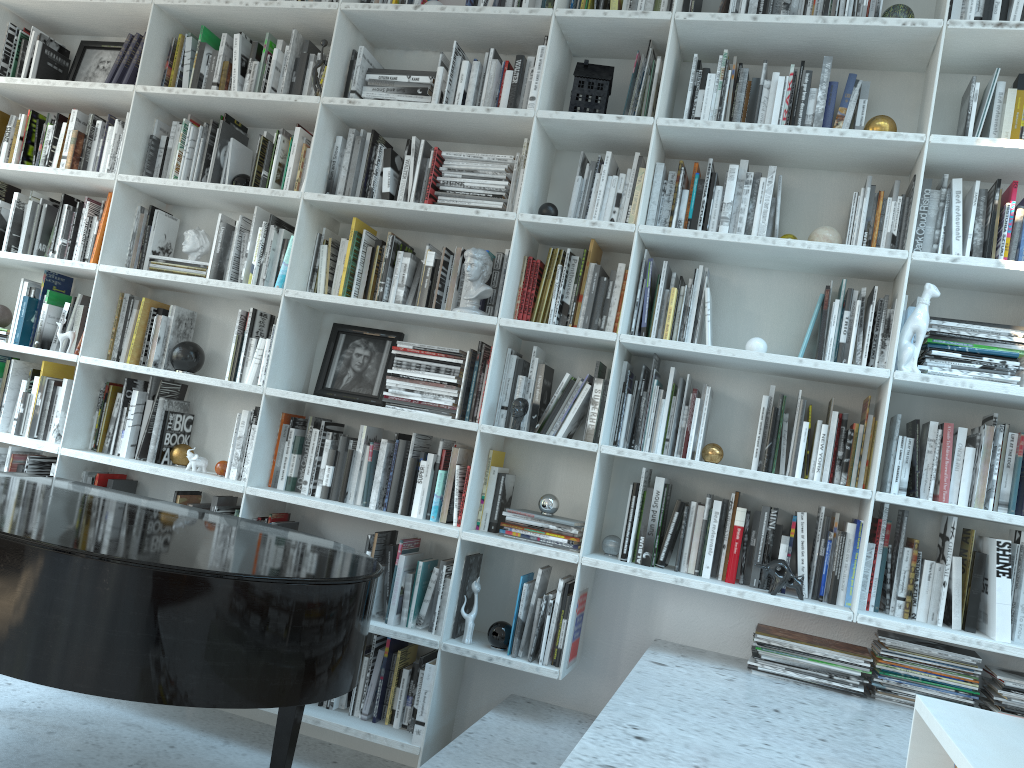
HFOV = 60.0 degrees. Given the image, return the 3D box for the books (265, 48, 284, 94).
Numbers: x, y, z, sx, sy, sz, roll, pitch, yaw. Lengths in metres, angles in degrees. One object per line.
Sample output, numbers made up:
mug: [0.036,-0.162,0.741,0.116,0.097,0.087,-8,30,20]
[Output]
books: [-0.926,-1.204,3.587,0.021,0.226,0.192,9,-4,17]

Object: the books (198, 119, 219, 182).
books: [-1.208,-0.911,3.640,0.011,0.291,0.177,9,-4,17]

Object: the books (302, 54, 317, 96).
books: [-0.782,-1.179,3.556,0.022,0.222,0.161,9,-4,17]

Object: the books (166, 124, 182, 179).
books: [-1.351,-0.918,3.684,0.024,0.262,0.178,9,-4,17]

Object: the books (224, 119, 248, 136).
books: [-1.161,-0.909,3.642,0.005,0.305,0.162,9,-4,17]

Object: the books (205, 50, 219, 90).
books: [-1.205,-1.243,3.682,0.029,0.218,0.158,9,-4,17]

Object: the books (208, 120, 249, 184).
books: [-1.157,-0.901,3.618,0.011,0.287,0.189,9,-4,17]

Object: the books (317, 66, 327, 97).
books: [-0.702,-1.208,3.532,0.058,0.302,0.175,9,-4,17]

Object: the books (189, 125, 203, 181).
books: [-1.252,-0.902,3.647,0.009,0.261,0.180,9,-4,17]

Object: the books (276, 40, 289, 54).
books: [-0.937,-1.235,3.619,0.026,0.286,0.138,9,-4,17]

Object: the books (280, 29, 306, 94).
books: [-0.863,-1.238,3.578,0.011,0.313,0.183,9,-4,17]

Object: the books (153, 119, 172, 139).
books: [-1.472,-0.947,3.738,0.012,0.285,0.159,9,-4,17]

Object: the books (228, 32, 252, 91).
books: [-1.118,-1.277,3.680,0.013,0.315,0.135,9,-4,17]

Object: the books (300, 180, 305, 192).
books: [-0.736,-0.811,3.477,0.064,0.237,0.209,9,-4,17]

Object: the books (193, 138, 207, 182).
books: [-1.237,-0.874,3.638,0.011,0.209,0.181,9,-4,17]

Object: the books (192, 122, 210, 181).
books: [-1.240,-0.909,3.650,0.011,0.279,0.169,9,-4,17]

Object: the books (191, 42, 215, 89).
books: [-1.255,-1.263,3.691,0.031,0.241,0.181,9,-4,17]

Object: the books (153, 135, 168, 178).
books: [-1.442,-0.911,3.734,0.029,0.224,0.136,9,-4,17]

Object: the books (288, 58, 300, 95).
books: [-0.850,-1.184,3.590,0.024,0.213,0.150,9,-4,17]

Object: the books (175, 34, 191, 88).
books: [-1.353,-1.300,3.732,0.010,0.287,0.148,9,-4,17]

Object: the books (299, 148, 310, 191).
books: [-0.792,-0.807,3.525,0.024,0.216,0.142,9,-4,17]

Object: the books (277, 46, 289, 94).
books: [-0.895,-1.216,3.599,0.028,0.260,0.135,9,-4,17]

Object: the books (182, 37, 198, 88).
books: [-1.316,-1.288,3.727,0.067,0.274,0.168,9,-4,17]

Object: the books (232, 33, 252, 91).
books: [-1.086,-1.259,3.642,0.075,0.285,0.178,9,-4,17]

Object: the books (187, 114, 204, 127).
books: [-1.326,-0.941,3.693,0.011,0.317,0.155,9,-4,17]

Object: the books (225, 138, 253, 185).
books: [-1.115,-0.865,3.620,0.031,0.232,0.148,9,-4,17]

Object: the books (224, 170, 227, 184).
books: [-1.130,-0.856,3.631,0.004,0.209,0.132,9,-4,17]

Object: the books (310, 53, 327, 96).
books: [-0.755,-1.181,3.564,0.024,0.237,0.153,9,-4,17]

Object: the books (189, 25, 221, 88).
books: [-1.269,-1.302,3.698,0.012,0.314,0.171,9,-4,17]

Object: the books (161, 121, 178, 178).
books: [-1.383,-0.931,3.697,0.026,0.279,0.151,9,-4,17]

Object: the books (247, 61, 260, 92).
books: [-1.018,-1.194,3.624,0.028,0.180,0.168,9,-4,17]

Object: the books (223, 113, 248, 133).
books: [-1.163,-0.922,3.645,0.005,0.331,0.161,9,-4,17]

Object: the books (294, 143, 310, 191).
books: [-0.807,-0.816,3.530,0.011,0.229,0.166,9,-4,17]

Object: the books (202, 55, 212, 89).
books: [-1.230,-1.238,3.695,0.024,0.201,0.153,9,-4,17]

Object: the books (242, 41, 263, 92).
books: [-1.035,-1.239,3.641,0.027,0.265,0.168,9,-4,17]

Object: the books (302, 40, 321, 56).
books: [-0.821,-1.218,3.588,0.022,0.290,0.147,9,-4,17]

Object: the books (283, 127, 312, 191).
books: [-0.831,-0.848,3.529,0.022,0.284,0.190,9,-4,17]

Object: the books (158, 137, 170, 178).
books: [-1.417,-0.905,3.725,0.024,0.219,0.140,9,-4,17]

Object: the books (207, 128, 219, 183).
books: [-1.184,-0.891,3.637,0.010,0.261,0.158,9,-4,17]

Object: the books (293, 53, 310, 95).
books: [-0.808,-1.181,3.559,0.030,0.217,0.182,9,-4,17]

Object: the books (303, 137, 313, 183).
books: [-0.769,-0.825,3.510,0.022,0.257,0.155,9,-4,17]

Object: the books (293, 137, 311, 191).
books: [-0.816,-0.832,3.530,0.010,0.257,0.140,9,-4,17]

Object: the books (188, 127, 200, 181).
books: [-1.267,-0.904,3.668,0.010,0.261,0.169,9,-4,17]

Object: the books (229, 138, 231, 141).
books: [-1.143,-0.871,3.646,0.009,0.236,0.135,9,-4,17]

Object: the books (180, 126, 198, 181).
books: [-1.285,-0.903,3.648,0.012,0.251,0.184,9,-4,17]

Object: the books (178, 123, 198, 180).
books: [-1.294,-0.911,3.650,0.009,0.263,0.189,9,-4,17]

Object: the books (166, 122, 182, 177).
books: [-1.366,-0.927,3.688,0.012,0.276,0.157,9,-4,17]

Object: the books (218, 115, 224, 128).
books: [-1.183,-0.921,3.648,0.004,0.320,0.153,9,-4,17]

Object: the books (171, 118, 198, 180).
books: [-1.325,-0.925,3.668,0.010,0.283,0.184,9,-4,17]

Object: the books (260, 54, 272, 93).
books: [-0.964,-1.200,3.609,0.010,0.208,0.173,9,-4,17]

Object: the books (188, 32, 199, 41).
books: [-1.356,-1.310,3.757,0.014,0.308,0.130,9,-4,17]

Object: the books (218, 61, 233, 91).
books: [-1.154,-1.215,3.675,0.034,0.180,0.160,9,-4,17]

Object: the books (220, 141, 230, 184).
books: [-1.137,-0.861,3.636,0.012,0.218,0.151,9,-4,17]

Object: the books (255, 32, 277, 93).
books: [-0.988,-1.254,3.623,0.012,0.307,0.145,9,-4,17]

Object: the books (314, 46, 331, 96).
books: [-0.720,-1.191,3.535,0.055,0.263,0.167,9,-4,17]

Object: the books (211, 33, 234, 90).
books: [-1.174,-1.276,3.676,0.022,0.293,0.156,9,-4,17]

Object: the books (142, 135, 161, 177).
books: [-1.471,-0.909,3.716,0.015,0.207,0.186,9,-4,17]
